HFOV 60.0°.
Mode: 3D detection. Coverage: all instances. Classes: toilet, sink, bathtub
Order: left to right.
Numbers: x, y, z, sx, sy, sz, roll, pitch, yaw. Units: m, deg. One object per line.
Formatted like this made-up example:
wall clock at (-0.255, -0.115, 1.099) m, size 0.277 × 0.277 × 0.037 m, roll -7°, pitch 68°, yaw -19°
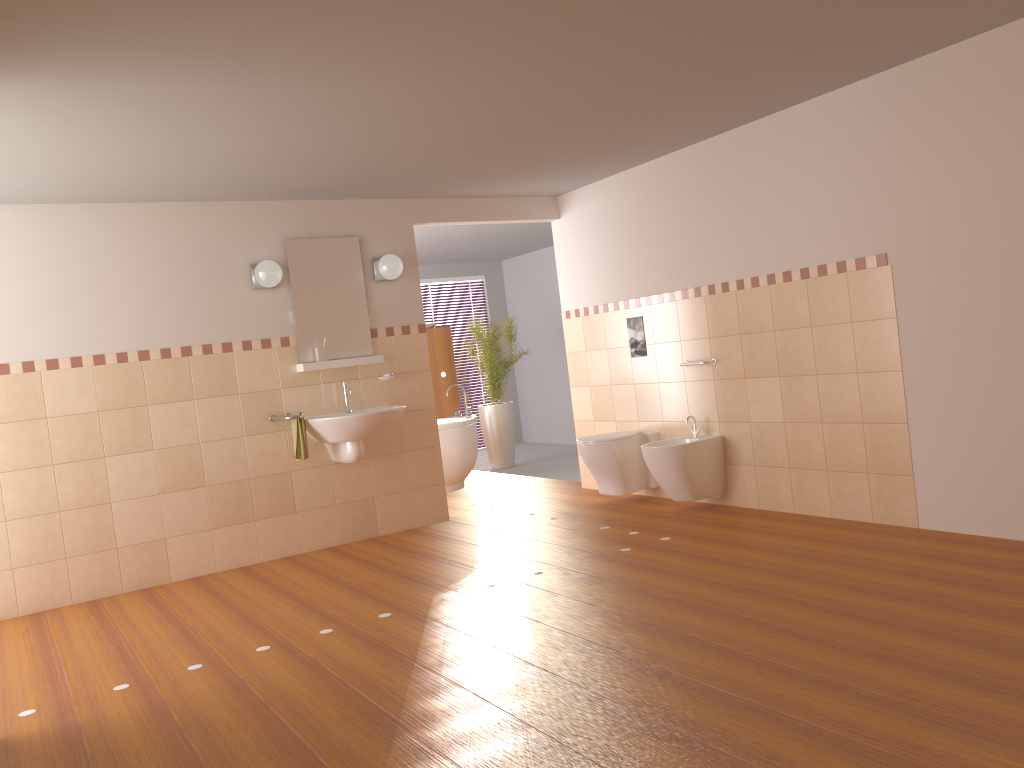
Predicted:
sink at (-0.974, 0.238, 5.650) m, size 0.683 × 0.516 × 0.539 m, roll -8°, pitch 2°, yaw -31°
bathtub at (-1.119, 0.542, 7.663) m, size 1.874 × 0.900 × 0.888 m, roll -8°, pitch 2°, yaw -31°
toilet at (0.718, 0.550, 6.130) m, size 0.534 × 0.400 × 0.375 m, roll -8°, pitch 2°, yaw -31°
sink at (1.056, 0.470, 5.563) m, size 0.515 × 0.517 × 0.335 m, roll -8°, pitch 2°, yaw -31°

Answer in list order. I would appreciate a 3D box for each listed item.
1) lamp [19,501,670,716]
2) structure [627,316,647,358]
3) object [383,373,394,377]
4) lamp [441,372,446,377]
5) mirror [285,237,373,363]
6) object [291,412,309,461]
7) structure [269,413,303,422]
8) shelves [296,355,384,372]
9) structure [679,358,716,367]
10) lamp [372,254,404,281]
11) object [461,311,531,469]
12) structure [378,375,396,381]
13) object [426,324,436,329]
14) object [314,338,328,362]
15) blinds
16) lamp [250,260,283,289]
lamp at (-1.205, 1.086, 5.328) m, size 3.173 × 0.001 × 2.893 m, roll -8°, pitch 2°, yaw -31°
structure at (0.868, -0.326, 6.183) m, size 0.005 × 0.279 × 0.170 m, roll -8°, pitch 2°, yaw -31°
object at (-0.838, -0.061, 5.999) m, size 0.075 × 0.023 × 0.050 m, roll -6°, pitch 2°, yaw 24°
lamp at (-1.163, -0.029, 8.607) m, size 1.169 × 0.052 × 0.001 m, roll -8°, pitch 2°, yaw -31°
mirror at (-1.198, -0.563, 5.838) m, size 0.502 × 0.799 × 0.008 m, roll -8°, pitch 2°, yaw -31°
object at (-1.328, 0.327, 5.548) m, size 0.085 × 0.306 × 0.181 m, roll -7°, pitch 2°, yaw -14°
structure at (-1.395, 0.207, 5.518) m, size 0.142 × 0.042 × 0.333 m, roll -8°, pitch 2°, yaw -31°
shelves at (-1.120, -0.135, 5.808) m, size 0.554 × 0.050 × 0.138 m, roll -8°, pitch 2°, yaw -31°
structure at (1.168, -0.132, 5.652) m, size 0.091 × 0.042 × 0.295 m, roll -8°, pitch 2°, yaw -31°
lamp at (-0.824, -0.786, 5.967) m, size 0.173 × 0.173 × 0.209 m, roll -8°, pitch 2°, yaw -31°
object at (-0.079, 0.048, 8.819) m, size 0.683 × 1.557 × 1.335 m, roll -7°, pitch 2°, yaw 2°
structure at (-0.837, -0.039, 5.998) m, size 0.117 × 0.029 × 0.092 m, roll -8°, pitch 2°, yaw -31°
object at (-0.844, -0.577, 8.971) m, size 0.173 × 0.046 × 0.173 m, roll -8°, pitch 2°, yaw -31°
object at (-1.235, -0.219, 5.735) m, size 0.063 × 0.149 × 0.073 m, roll -8°, pitch 2°, yaw -31°
blinds at (-2.240, 0.019, 9.725) m, size 4.712 × 2.022 × 0.032 m, roll -8°, pitch 2°, yaw -31°
lamp at (-1.528, -0.687, 5.546) m, size 0.173 × 0.173 × 0.209 m, roll -8°, pitch 2°, yaw -31°
